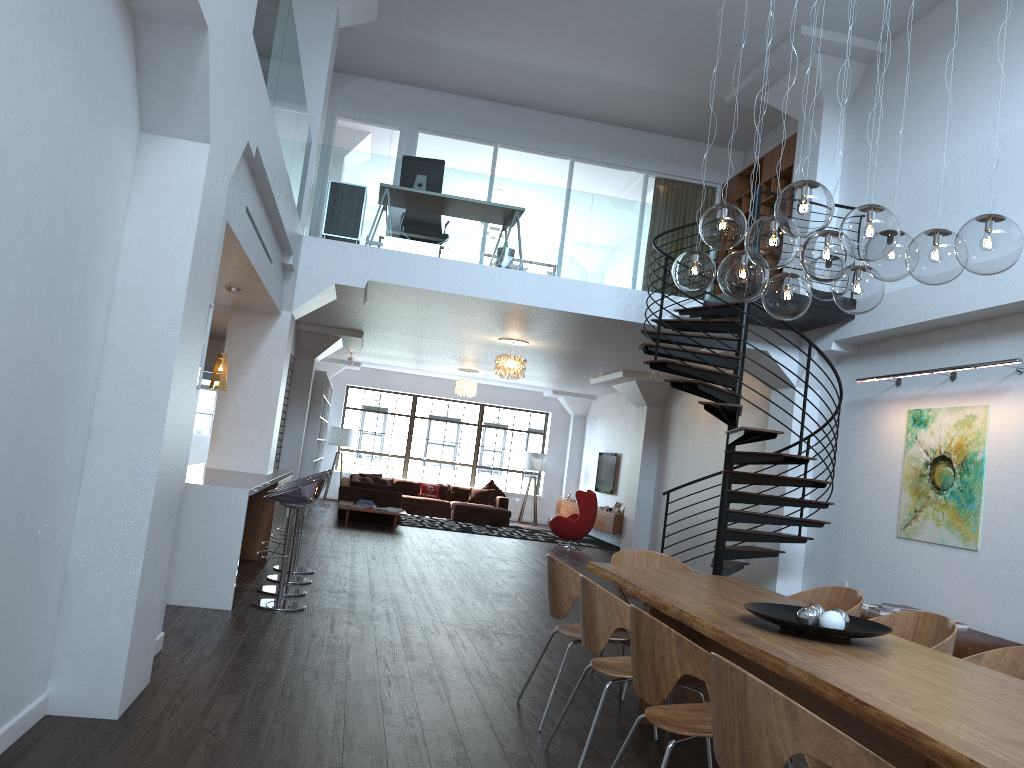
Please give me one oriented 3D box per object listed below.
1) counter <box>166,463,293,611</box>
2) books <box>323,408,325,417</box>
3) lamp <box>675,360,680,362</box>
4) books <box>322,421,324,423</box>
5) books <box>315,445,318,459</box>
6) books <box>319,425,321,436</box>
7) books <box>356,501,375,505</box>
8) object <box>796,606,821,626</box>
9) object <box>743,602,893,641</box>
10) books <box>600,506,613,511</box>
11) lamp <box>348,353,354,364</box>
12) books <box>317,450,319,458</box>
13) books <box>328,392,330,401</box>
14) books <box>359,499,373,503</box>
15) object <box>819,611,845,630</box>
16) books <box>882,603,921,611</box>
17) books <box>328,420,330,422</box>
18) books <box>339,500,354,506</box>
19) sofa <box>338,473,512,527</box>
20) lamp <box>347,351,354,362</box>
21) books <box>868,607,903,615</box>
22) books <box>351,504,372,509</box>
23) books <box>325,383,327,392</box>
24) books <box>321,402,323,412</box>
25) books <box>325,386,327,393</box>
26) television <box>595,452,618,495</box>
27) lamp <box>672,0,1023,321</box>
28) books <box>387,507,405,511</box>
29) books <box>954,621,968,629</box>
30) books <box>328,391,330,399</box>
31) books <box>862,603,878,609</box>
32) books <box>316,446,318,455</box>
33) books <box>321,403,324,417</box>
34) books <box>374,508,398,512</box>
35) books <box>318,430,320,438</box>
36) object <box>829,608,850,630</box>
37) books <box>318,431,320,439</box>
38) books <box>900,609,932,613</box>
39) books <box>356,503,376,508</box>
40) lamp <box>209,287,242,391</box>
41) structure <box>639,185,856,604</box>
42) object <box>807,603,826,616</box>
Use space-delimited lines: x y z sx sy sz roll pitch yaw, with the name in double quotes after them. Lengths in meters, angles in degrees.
-1.612 1.299 7.096 3.039 0.860 8.182 11 -6 -39 "counter"
-3.632 0.504 16.699 0.197 0.283 0.065 8 -5 -9 "books"
2.302 -0.233 12.309 0.120 0.211 0.111 11 -6 -35 "lamp"
-3.568 0.682 16.238 0.223 0.027 0.161 7 -5 0 "books"
-3.573 1.206 15.791 0.183 0.253 0.034 8 -5 -9 "books"
-3.524 0.842 15.864 0.182 0.253 0.034 8 -5 -9 "books"
-2.432 1.979 14.738 0.279 0.035 0.191 7 -5 1 "books"
1.237 0.979 3.697 0.100 0.100 0.100 4 -6 35 "object"
1.268 1.006 3.708 0.592 0.066 0.592 3 -6 38 "object"
1.865 2.401 17.016 0.250 0.053 0.400 8 -5 -9 "books"
-3.123 -0.490 17.172 0.111 0.211 0.120 3 -7 40 "lamp"
-3.677 1.249 16.420 0.183 0.253 0.034 8 -5 -10 "books"
-3.806 0.238 18.011 0.183 0.253 0.034 8 -5 -9 "books"
-2.423 1.949 14.740 0.224 0.027 0.157 8 -5 -4 "books"
1.307 0.978 3.622 0.100 0.100 0.100 4 -6 35 "object"
3.370 1.944 7.681 0.254 0.044 0.183 9 -5 -15 "books"
-4.076 0.776 18.984 0.284 0.035 0.197 5 -5 20 "books"
-2.730 1.963 14.622 0.241 0.045 0.334 8 -5 -8 "books"
-1.588 2.295 17.159 3.481 0.664 4.197 8 -5 -9 "sofa"
-3.035 -0.523 16.674 0.111 0.211 0.120 5 -6 25 "lamp"
3.085 1.871 7.270 0.247 0.040 0.185 8 -5 -6 "books"
-2.430 1.980 14.325 0.236 0.035 0.340 6 -5 16 "books"
-3.399 0.092 15.754 0.182 0.253 0.098 8 -5 -9 "books"
-3.348 0.406 15.210 0.176 0.290 0.053 8 -5 -9 "books"
-3.437 0.102 15.939 0.182 0.255 0.077 8 -5 -9 "books"
1.887 1.788 17.848 0.013 0.816 1.324 8 -5 -10 "television"
1.517 -1.387 4.229 0.849 2.140 1.787 8 -5 -10 "lamp"
-1.944 2.079 14.745 0.256 0.035 0.350 6 -5 16 "books"
3.467 1.902 7.039 0.224 0.036 0.161 9 -5 -15 "books"
-3.782 0.230 17.877 0.183 0.253 0.034 8 -5 -9 "books"
2.980 1.891 7.575 0.161 0.031 0.223 10 -6 -31 "books"
-3.596 1.214 15.925 0.183 0.253 0.034 8 -5 -9 "books"
-3.502 0.454 15.983 0.176 0.291 0.053 8 -5 -9 "books"
-2.036 2.034 14.382 0.342 0.040 0.231 4 -6 30 "books"
-3.499 0.830 15.692 0.182 0.253 0.034 8 -5 -9 "books"
1.360 0.990 3.708 0.100 0.100 0.100 4 -6 35 "object"
-3.516 0.843 15.790 0.174 0.239 0.045 8 -5 -9 "books"
3.407 1.919 7.365 0.283 0.043 0.197 8 -5 -10 "books"
-2.431 2.015 14.732 0.312 0.037 0.216 9 -5 -19 "books"
-1.796 -0.657 8.962 0.149 1.807 2.842 4 -6 30 "lamp"
2.204 0.164 8.749 1.998 4.352 1.998 3 -7 41 "structure"
1.290 0.987 3.781 0.100 0.100 0.100 4 -6 35 "object"
